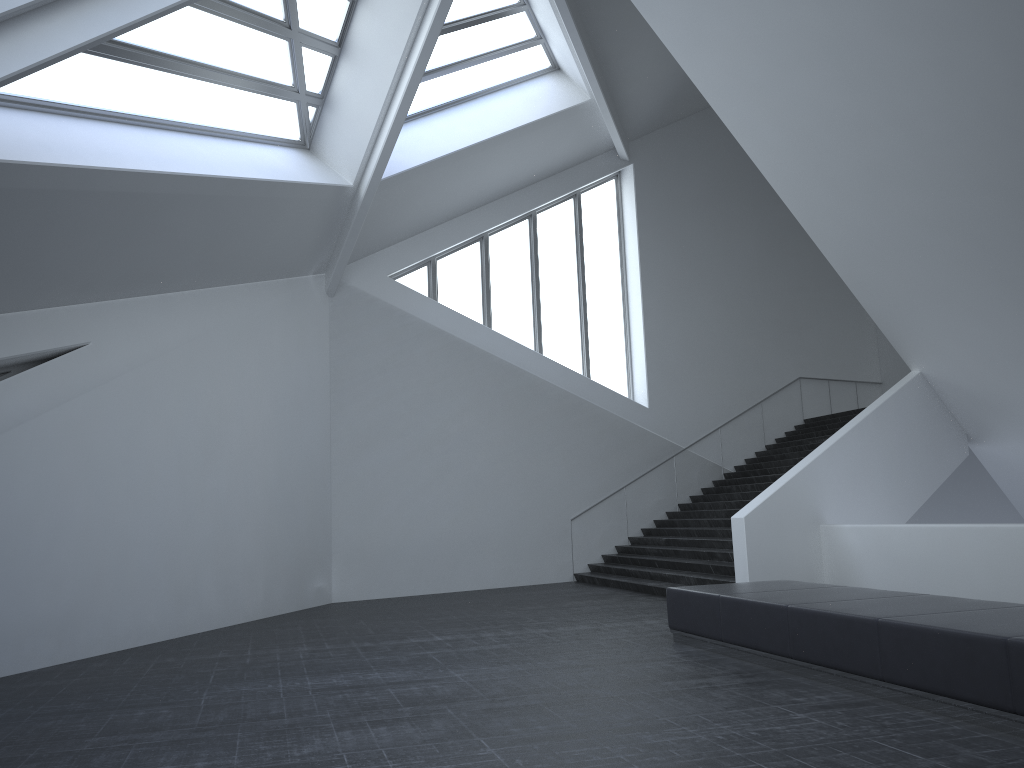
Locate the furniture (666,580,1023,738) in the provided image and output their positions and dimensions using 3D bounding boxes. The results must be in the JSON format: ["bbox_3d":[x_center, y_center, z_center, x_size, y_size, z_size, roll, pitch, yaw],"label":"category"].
[{"bbox_3d":[3.188,2.062,7.078,1.488,0.580,5.742,0,-9,-16],"label":"furniture"}]
